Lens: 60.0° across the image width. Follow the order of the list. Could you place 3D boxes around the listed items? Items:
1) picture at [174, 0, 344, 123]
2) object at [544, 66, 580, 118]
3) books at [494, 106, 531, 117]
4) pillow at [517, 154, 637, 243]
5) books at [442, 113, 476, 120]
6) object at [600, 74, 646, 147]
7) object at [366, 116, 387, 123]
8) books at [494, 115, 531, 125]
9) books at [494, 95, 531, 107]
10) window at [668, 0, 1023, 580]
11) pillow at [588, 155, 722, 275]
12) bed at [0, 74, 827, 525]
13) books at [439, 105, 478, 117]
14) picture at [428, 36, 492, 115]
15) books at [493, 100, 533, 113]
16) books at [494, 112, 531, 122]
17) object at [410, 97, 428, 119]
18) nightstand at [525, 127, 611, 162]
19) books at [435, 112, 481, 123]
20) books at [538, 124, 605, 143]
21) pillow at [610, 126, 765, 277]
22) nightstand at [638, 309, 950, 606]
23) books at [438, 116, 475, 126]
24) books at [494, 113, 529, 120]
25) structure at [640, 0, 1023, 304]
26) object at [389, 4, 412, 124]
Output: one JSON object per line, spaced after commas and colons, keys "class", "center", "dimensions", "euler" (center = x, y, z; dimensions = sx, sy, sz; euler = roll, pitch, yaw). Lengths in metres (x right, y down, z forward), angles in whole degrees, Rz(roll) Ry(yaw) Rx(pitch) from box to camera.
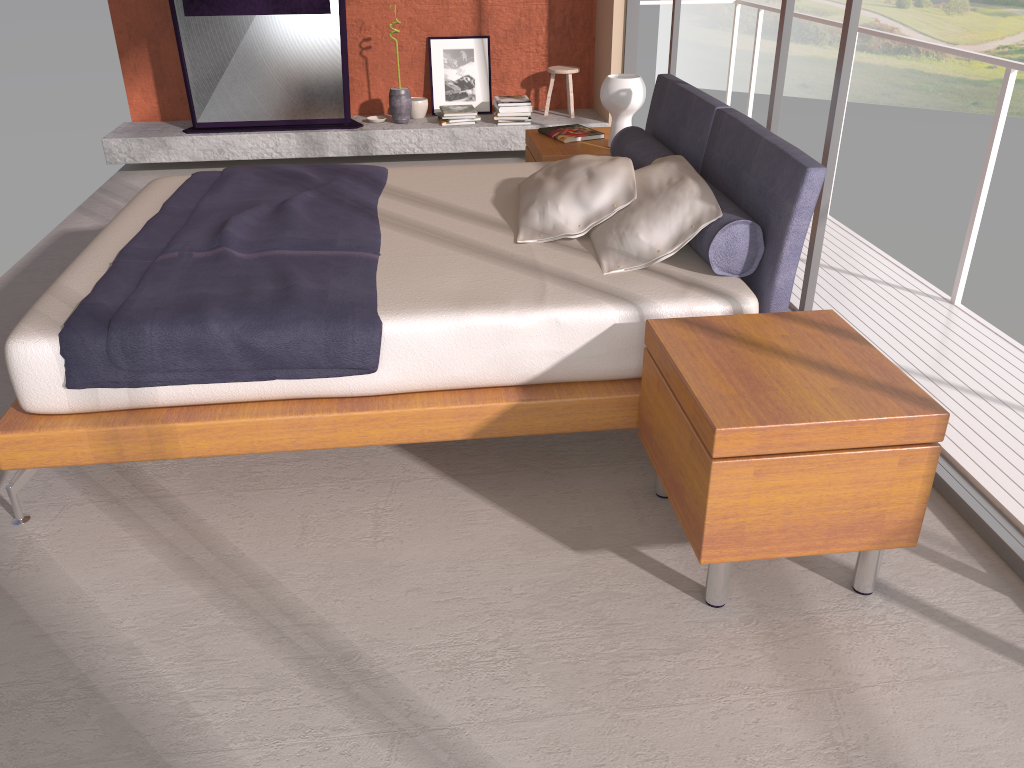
{"class": "picture", "center": [-1.709, -2.550, 5.960], "dimensions": [1.129, 1.496, 0.126], "euler": [-3, 28, -6]}
{"class": "object", "center": [0.396, -2.187, 6.645], "dimensions": [0.257, 0.349, 0.260], "euler": [-20, 33, -32]}
{"class": "books", "center": [0.003, -2.015, 6.524], "dimensions": [0.247, 0.027, 0.328], "euler": [-3, 28, -4]}
{"class": "pillow", "center": [0.239, -0.771, 3.466], "dimensions": [0.431, 0.264, 0.869], "euler": [0, 28, 1]}
{"class": "books", "center": [-0.393, -1.985, 6.511], "dimensions": [0.247, 0.025, 0.287], "euler": [-2, 28, -4]}
{"class": "object", "center": [0.546, -1.349, 4.397], "dimensions": [0.224, 0.338, 0.224], "euler": [2, 28, 4]}
{"class": "object", "center": [-0.996, -1.943, 6.538], "dimensions": [0.152, 0.040, 0.152], "euler": [14, 31, 25]}
{"class": "books", "center": [0.004, -1.955, 6.555], "dimensions": [0.247, 0.018, 0.328], "euler": [-3, 28, -4]}
{"class": "books", "center": [0.002, -2.074, 6.500], "dimensions": [0.247, 0.025, 0.287], "euler": [-4, 28, -6]}
{"class": "window", "center": [1.302, -1.215, 2.339], "dimensions": [0.075, 3.133, 6.106], "euler": [-3, 28, -6]}
{"class": "pillow", "center": [0.464, -0.626, 3.165], "dimensions": [0.400, 0.265, 0.791], "euler": [-2, 28, -3]}
{"class": "bed", "center": [-0.393, -0.541, 3.420], "dimensions": [2.462, 0.959, 2.017], "euler": [-3, 28, -6]}
{"class": "books", "center": [-0.395, -2.006, 6.505], "dimensions": [0.247, 0.018, 0.328], "euler": [-5, 28, -9]}
{"class": "picture", "center": [-0.386, -2.317, 6.670], "dimensions": [0.458, 0.550, 0.117], "euler": [-3, 28, -6]}
{"class": "books", "center": [0.003, -2.044, 6.509], "dimensions": [0.247, 0.038, 0.319], "euler": [-5, 28, -8]}
{"class": "books", "center": [0.003, -1.974, 6.552], "dimensions": [0.247, 0.018, 0.287], "euler": [-4, 28, -6]}
{"class": "object", "center": [-0.717, -2.063, 6.643], "dimensions": [0.179, 0.137, 0.180], "euler": [2, 28, 5]}
{"class": "nightstand", "center": [0.391, -1.026, 4.751], "dimensions": [0.562, 0.556, 0.628], "euler": [-3, 28, -6]}
{"class": "books", "center": [-0.397, -1.972, 6.533], "dimensions": [0.247, 0.018, 0.328], "euler": [-11, 29, -19]}
{"class": "books", "center": [0.313, -1.331, 4.709], "dimensions": [0.247, 0.025, 0.287], "euler": [-13, 30, -23]}
{"class": "pillow", "center": [0.632, -0.755, 3.430], "dimensions": [0.205, 0.201, 1.470], "euler": [-3, 28, -6]}
{"class": "nightstand", "center": [0.701, 0.187, 2.427], "dimensions": [0.562, 0.556, 0.628], "euler": [-3, 28, -6]}
{"class": "books", "center": [-0.409, -1.947, 6.535], "dimensions": [0.247, 0.025, 0.287], "euler": [-5, 28, -9]}
{"class": "books", "center": [0.002, -1.981, 6.520], "dimensions": [0.247, 0.025, 0.287], "euler": [2, 28, 4]}
{"class": "structure", "center": [1.684, -0.456, 3.006], "dimensions": [0.728, 1.005, 7.689], "euler": [-3, 28, -6]}
{"class": "object", "center": [-0.813, -2.276, 6.325], "dimensions": [0.165, 0.810, 0.165], "euler": [8, 29, 15]}
